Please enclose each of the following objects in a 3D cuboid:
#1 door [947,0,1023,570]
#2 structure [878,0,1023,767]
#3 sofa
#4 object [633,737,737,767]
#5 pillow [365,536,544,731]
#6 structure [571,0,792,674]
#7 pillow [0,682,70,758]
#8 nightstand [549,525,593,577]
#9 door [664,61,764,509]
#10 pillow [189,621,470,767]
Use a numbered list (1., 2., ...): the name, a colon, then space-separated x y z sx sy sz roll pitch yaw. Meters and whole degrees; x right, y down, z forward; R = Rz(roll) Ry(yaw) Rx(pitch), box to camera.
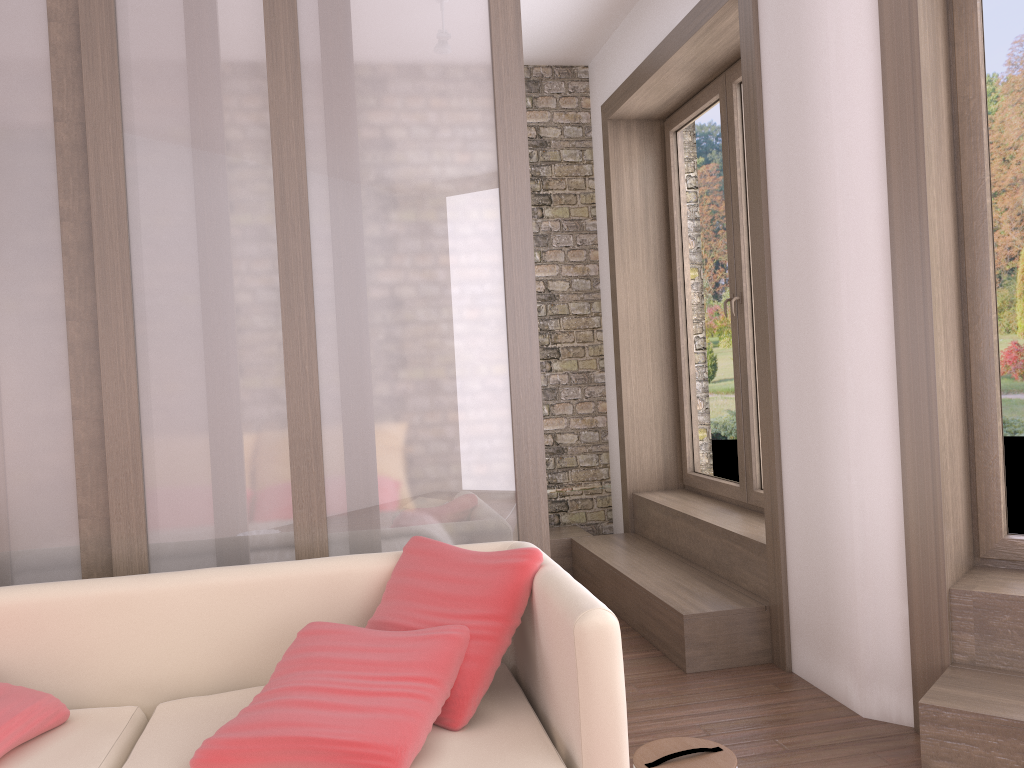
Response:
1. door: 2.279 -0.522 2.575 1.800 2.275 0.142 -3 1 39
2. structure: 2.072 -0.329 2.307 2.039 2.881 0.845 -3 1 39
3. sofa: -0.908 0.899 2.057 2.204 0.751 0.919 -3 1 -11
4. object: 0.410 1.028 2.066 0.239 0.341 0.239 -3 1 21
5. pillow: -0.210 0.623 2.305 0.498 0.377 0.379 -3 1 39
6. structure: 0.854 -0.289 4.530 0.808 2.881 2.039 -3 1 -11
7. pillow: -1.360 0.773 2.037 0.467 0.224 0.507 -3 1 2
8. nightstand: 0.117 1.061 5.514 0.707 0.240 0.400 -3 1 -11
9. door: 1.161 -0.489 4.572 0.117 2.221 1.750 -3 1 -11
10. pillow: -0.393 0.719 2.047 0.507 0.224 0.467 -3 1 17
